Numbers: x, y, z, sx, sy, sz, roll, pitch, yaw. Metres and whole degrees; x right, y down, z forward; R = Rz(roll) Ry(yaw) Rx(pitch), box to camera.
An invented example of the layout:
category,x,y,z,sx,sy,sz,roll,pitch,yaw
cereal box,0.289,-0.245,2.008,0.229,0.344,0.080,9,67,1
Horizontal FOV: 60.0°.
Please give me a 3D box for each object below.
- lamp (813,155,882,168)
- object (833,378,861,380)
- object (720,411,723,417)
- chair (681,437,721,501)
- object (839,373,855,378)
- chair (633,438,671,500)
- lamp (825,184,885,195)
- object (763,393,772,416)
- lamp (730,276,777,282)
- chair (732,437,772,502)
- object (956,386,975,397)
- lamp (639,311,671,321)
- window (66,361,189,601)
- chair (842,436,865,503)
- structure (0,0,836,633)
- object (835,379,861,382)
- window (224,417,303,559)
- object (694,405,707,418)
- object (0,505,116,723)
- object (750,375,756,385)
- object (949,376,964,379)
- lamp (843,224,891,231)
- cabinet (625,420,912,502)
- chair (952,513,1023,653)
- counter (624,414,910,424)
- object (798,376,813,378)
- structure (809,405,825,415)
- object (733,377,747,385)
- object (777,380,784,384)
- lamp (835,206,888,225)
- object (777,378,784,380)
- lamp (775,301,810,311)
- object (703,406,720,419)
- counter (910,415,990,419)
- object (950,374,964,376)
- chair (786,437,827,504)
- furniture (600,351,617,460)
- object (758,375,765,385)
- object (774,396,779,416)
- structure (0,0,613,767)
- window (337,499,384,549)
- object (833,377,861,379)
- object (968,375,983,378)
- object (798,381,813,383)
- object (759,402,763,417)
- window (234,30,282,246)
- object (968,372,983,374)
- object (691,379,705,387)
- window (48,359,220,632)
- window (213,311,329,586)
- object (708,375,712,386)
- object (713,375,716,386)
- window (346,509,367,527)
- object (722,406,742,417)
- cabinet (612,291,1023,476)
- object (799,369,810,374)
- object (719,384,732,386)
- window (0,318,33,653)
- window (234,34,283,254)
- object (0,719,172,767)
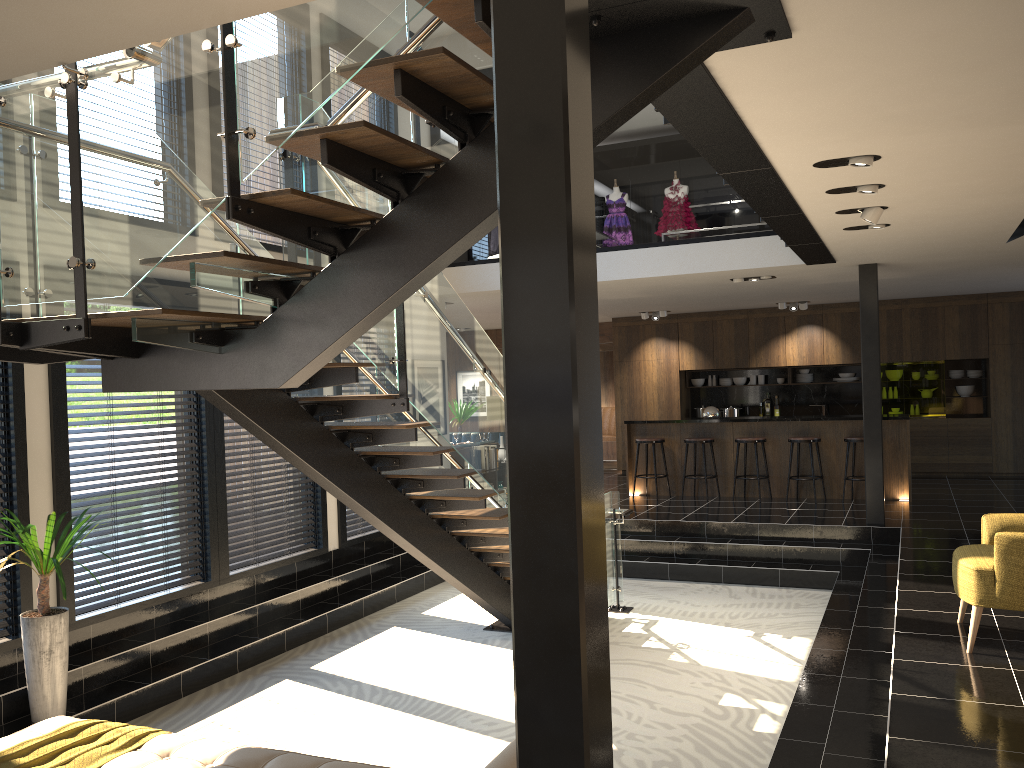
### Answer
category,x,y,z,sx,sy,sz,roll,pitch,yaw
lamp,1.793,-1.240,4.756,0.346,0.177,0.195,-2,0,24
object,5.438,-0.066,14.382,0.438,0.039,0.438,-2,0,-30
object,3.479,0.508,15.042,0.210,0.143,0.195,-2,0,-18
chair,2.469,1.112,11.644,0.412,0.799,0.412,-2,0,34
object,5.435,-0.129,14.384,0.254,0.088,0.254,-2,0,-40
chair,1.868,1.134,11.915,0.412,0.799,0.412,-2,0,34
lamp,2.112,-1.248,5.464,0.346,0.177,0.195,-2,0,24
object,4.308,0.371,14.991,0.133,0.451,0.116,-2,1,24
lamp,2.750,-1.258,10.119,0.501,0.195,0.349,-2,0,24
chair,3.071,1.090,11.372,0.412,0.799,0.412,-2,0,34
object,6.998,0.113,13.683,0.264,0.170,0.264,-2,0,-1
lamp,2.326,-1.175,14.428,0.501,0.294,0.349,-2,0,24
window,-2.974,0.439,6.715,0.005,2.297,1.313,-2,0,24
chair,4.274,1.047,10.829,0.412,0.799,0.412,-2,0,34
structure,0.468,0.070,6.126,3.448,4.869,7.278,-2,0,23
object,5.439,-0.054,14.382,0.438,0.039,0.438,-2,0,-30
window,-2.360,0.424,8.078,0.005,2.297,1.313,-2,0,24
object,3.282,0.477,15.230,0.255,0.218,0.236,-2,0,-18
object,-2.812,1.353,5.365,0.876,1.338,0.830,-2,0,13
object,4.071,-0.066,14.970,0.109,0.161,0.109,-2,0,7
object,6.877,-0.103,13.721,0.220,0.033,0.220,-2,0,34
lamp,2.748,-1.273,6.877,0.346,0.158,0.195,-2,0,24
cabinet,3.327,0.983,11.742,3.564,0.994,0.698,-2,0,24
chair,3.046,0.910,4.987,1.031,1.097,0.807,-2,0,23
counter,3.307,0.464,11.738,3.574,0.041,0.698,-2,0,24
object,4.857,-0.110,14.717,0.269,0.024,0.269,-2,0,-27
structure,4.922,0.458,14.297,0.243,0.231,0.173,-2,0,24
object,3.877,-0.040,15.083,0.234,0.138,0.234,-2,0,44
object,4.488,-0.036,14.808,0.122,0.072,0.122,-2,0,-40
lamp,2.431,-1.221,6.170,0.346,0.247,0.195,-2,0,24
object,4.487,-0.061,14.808,0.122,0.072,0.122,-2,0,-40
lamp,4.293,-1.253,13.541,0.501,0.280,0.349,-2,0,24
object,2.659,0.409,11.826,0.227,0.228,0.227,-2,0,-15
counter,5.118,0.569,14.366,4.592,0.005,0.862,-2,0,24
object,6.876,-0.128,13.721,0.220,0.033,0.220,-2,0,34
chair,3.672,1.069,11.101,0.412,0.799,0.412,-2,0,34
furniture,1.227,0.278,17.371,2.639,2.335,1.174,-2,0,24
object,4.193,-0.070,14.915,0.109,0.161,0.109,-2,0,37
object,4.457,0.394,14.932,0.077,0.395,0.077,-2,1,-24
structure,-1.011,0.511,2.648,3.782,3.245,1.148,-2,0,24
window,-1.623,0.405,9.541,0.358,2.476,1.393,-2,0,24
object,5.438,-0.081,14.382,0.438,0.039,0.438,-2,0,-30
object,7.108,-0.111,13.616,0.220,0.033,0.220,-2,0,8
object,4.860,-0.027,14.718,0.269,0.024,0.269,-2,0,-27
object,4.218,0.457,15.029,0.058,0.287,0.057,-2,1,37
window,-2.433,-2.430,8.105,0.005,2.297,1.220,-2,0,24
object,7.107,-0.159,13.616,0.220,0.033,0.220,-2,0,8
object,3.226,-0.019,15.377,0.234,0.138,0.234,-2,0,27
window,-2.913,0.437,6.678,0.358,2.476,1.498,-2,0,24
window,-2.299,0.422,8.041,0.358,2.476,1.498,-2,0,24
object,3.413,-0.056,15.292,0.060,0.185,0.060,-2,1,-34
object,3.482,-0.058,15.261,0.060,0.185,0.060,-2,0,-7
window,-1.685,0.407,9.577,0.005,2.297,1.220,-2,0,24
object,3.665,0.472,14.830,0.300,0.218,0.278,-2,0,-33
cabinet,5.096,0.083,14.358,6.893,2.690,0.869,-2,0,24
object,4.851,-0.197,14.717,0.168,0.087,0.168,-2,0,44
object,3.663,0.018,15.172,0.220,0.033,0.220,-2,0,21
window,-3.585,0.456,5.186,0.358,2.476,1.393,-2,0,24
window,-2.371,-2.432,8.069,0.358,2.476,1.393,-2,0,24
object,-1.660,1.539,2.954,0.466,0.510,1.166,-2,0,24
